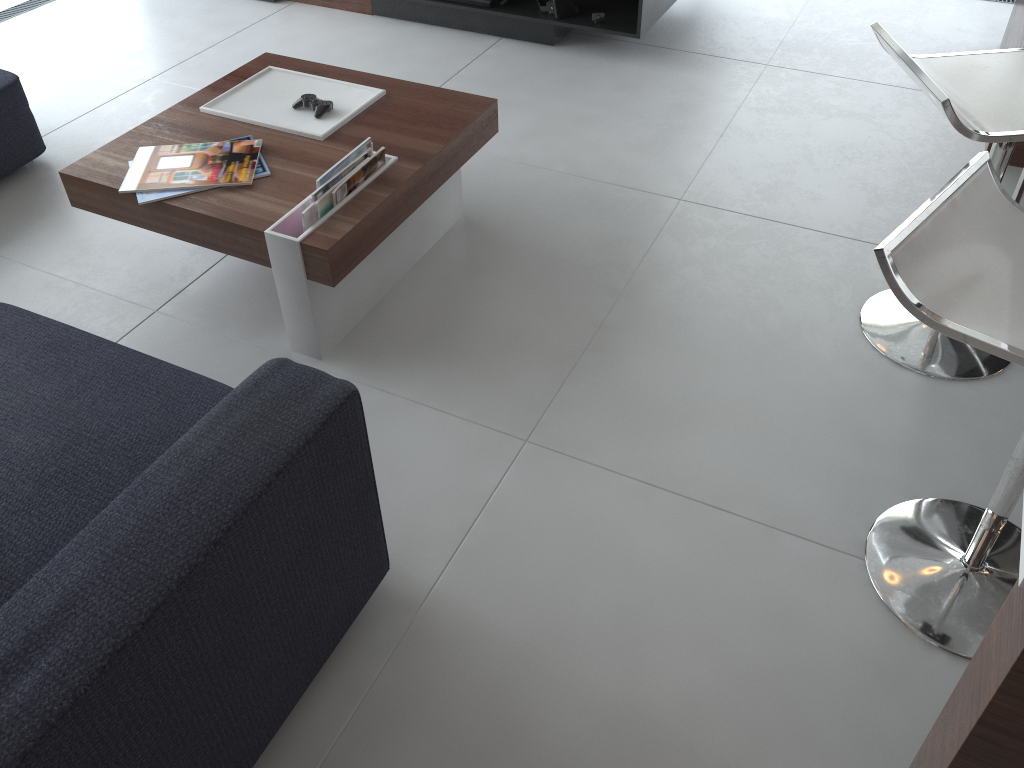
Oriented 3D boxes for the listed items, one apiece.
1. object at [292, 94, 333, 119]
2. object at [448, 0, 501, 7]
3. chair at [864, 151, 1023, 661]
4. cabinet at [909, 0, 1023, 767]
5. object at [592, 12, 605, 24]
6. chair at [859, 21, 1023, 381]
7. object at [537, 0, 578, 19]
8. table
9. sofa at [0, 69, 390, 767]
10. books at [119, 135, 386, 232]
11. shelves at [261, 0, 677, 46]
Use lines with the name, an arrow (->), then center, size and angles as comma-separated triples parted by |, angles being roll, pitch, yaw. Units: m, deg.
object -> -0.535, -0.754, 2.378 | 0.114, 0.035, 0.072 | 28, 49, 29
object -> -0.159, -1.668, 3.688 | 0.317, 0.064, 0.325 | 17, 45, 20
chair -> 0.811, 0.073, 1.424 | 0.473, 0.678, 0.405 | 32, 51, 32
cabinet -> 1.528, -1.144, 1.452 | 0.792, 2.441, 3.455 | 16, 44, 20
object -> 0.334, -1.410, 3.404 | 0.044, 0.041, 0.045 | 18, 45, 20
chair -> 0.997, -0.394, 1.946 | 0.464, 0.678, 0.414 | -2, 41, 0
object -> 0.169, -1.522, 3.510 | 0.118, 0.076, 0.189 | -24, 46, -24
table -> -0.573, -0.532, 2.397 | 0.807, 0.338, 0.834 | 17, 45, 20
sofa -> -1.536, -0.251, 1.920 | 2.897, 0.583, 1.967 | 18, 45, 20
books -> 3.149, -0.250, 1.866 | 8.237, 0.357, 0.423 | 3, 41, 5
shelves -> -0.224, -1.968, 3.899 | 2.369, 0.478, 0.904 | 18, 45, 20
